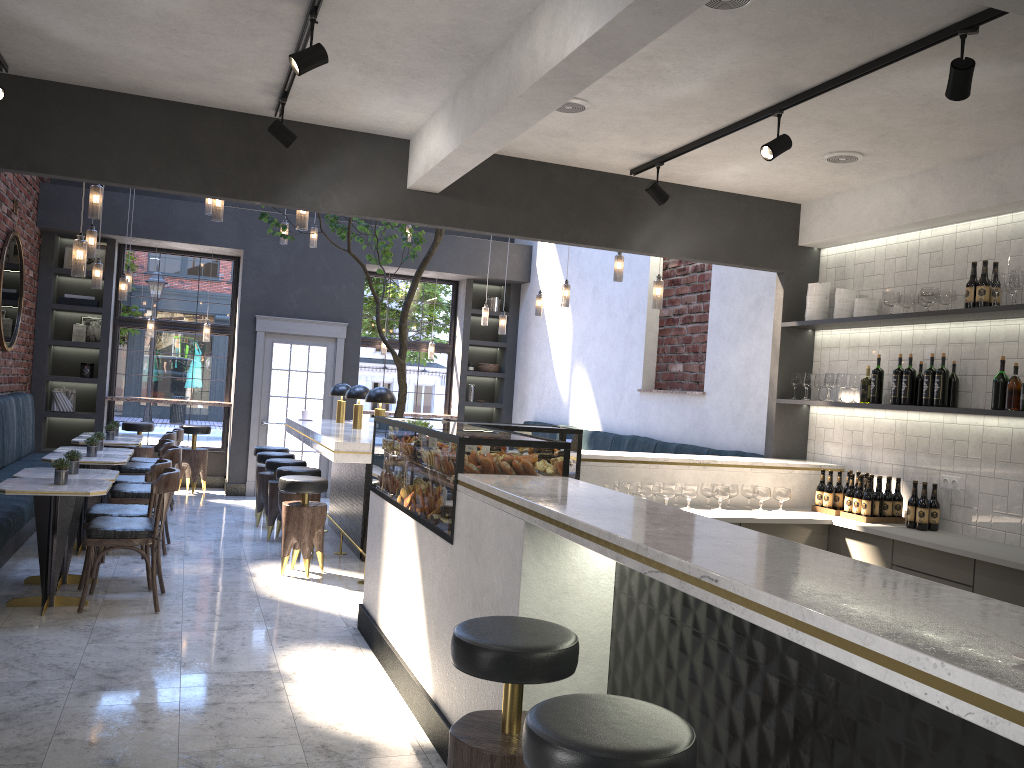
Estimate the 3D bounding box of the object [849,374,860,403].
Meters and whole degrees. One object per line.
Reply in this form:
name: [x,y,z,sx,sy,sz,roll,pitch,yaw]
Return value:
object: [2.288,0.030,5.926,0.070,0.188,0.070,4,0,-6]

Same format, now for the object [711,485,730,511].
object: [1.292,0.708,5.498,0.114,0.147,0.114,4,0,-15]

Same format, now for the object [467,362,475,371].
object: [-0.583,-0.240,12.373,0.117,0.119,0.117,4,0,-44]

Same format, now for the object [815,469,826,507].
object: [2.044,0.702,5.850,0.069,0.279,0.070,4,0,32]

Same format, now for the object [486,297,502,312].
object: [-0.256,-1.116,12.509,0.214,0.215,0.213,4,0,-11]

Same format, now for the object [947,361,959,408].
object: [2.595,0.003,5.220,0.065,0.280,0.065,4,0,23]

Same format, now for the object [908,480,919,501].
object: [2.447,0.728,5.397,0.070,0.279,0.069,4,0,12]

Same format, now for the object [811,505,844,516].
object: [2.166,0.832,5.817,0.307,0.038,0.231,4,0,-20]

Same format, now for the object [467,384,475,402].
object: [-0.570,0.125,12.339,0.098,0.248,0.098,4,0,19]

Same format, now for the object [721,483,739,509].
object: [1.389,0.716,5.673,0.114,0.147,0.114,4,0,-15]

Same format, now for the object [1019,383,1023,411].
object: [2.693,0.039,4.629,0.065,0.215,0.066,4,0,7]

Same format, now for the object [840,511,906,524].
object: [2.260,0.836,5.559,0.307,0.038,0.231,4,0,-20]

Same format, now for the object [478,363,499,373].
object: [-0.332,-0.224,12.490,0.305,0.123,0.305,4,0,1]

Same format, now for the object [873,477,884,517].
object: [2.260,0.714,5.476,0.070,0.279,0.069,4,0,-18]

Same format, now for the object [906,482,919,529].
object: [2.403,0.724,5.302,0.070,0.279,0.069,4,0,-13]

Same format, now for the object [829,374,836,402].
object: [2.207,0.026,6.148,0.070,0.188,0.070,4,0,-29]

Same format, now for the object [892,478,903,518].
object: [2.401,0.724,5.528,0.069,0.279,0.070,4,0,2]

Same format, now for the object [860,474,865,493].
object: [2.209,0.712,5.616,0.070,0.279,0.069,4,0,-18]

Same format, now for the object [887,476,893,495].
object: [2.375,0.723,5.598,0.070,0.279,0.069,4,0,-43]

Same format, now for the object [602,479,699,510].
object: [0.845,0.677,5.435,0.575,0.147,0.255,4,0,-20]

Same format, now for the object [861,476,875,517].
object: [2.190,0.709,5.449,0.070,0.279,0.069,4,0,-33]

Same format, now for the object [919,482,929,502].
object: [2.473,0.729,5.328,0.070,0.279,0.069,4,0,-43]

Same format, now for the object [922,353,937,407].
object: [2.485,-0.023,5.263,0.072,0.319,0.072,4,0,-36]

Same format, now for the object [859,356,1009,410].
object: [2.471,-0.011,5.265,0.082,0.294,1.100,4,0,-19]

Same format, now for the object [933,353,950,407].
object: [2.513,-0.021,5.184,0.072,0.319,0.072,4,0,-36]

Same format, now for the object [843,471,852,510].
object: [2.210,0.713,5.831,0.070,0.279,0.069,4,0,-13]

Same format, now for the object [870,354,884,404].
object: [2.337,-0.029,5.669,0.072,0.319,0.072,4,0,-36]

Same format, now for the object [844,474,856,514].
object: [2.138,0.707,5.591,0.069,0.279,0.070,4,0,32]

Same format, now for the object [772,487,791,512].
object: [1.717,0.738,5.653,0.114,0.147,0.114,4,0,-15]

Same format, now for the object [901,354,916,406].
object: [2.428,-0.025,5.420,0.072,0.319,0.072,4,0,-36]

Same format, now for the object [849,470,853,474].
object: [2.254,0.717,5.926,0.070,0.279,0.069,4,0,12]

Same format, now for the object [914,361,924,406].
object: [2.509,-0.001,5.456,0.065,0.280,0.065,4,0,23]

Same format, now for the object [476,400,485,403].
object: [-0.441,0.245,12.360,0.130,0.026,0.130,4,-1,-37]

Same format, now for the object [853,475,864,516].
object: [2.164,0.708,5.521,0.070,0.279,0.069,4,0,-43]

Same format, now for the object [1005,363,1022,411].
object: [2.667,0.016,4.705,0.076,0.257,0.077,4,0,41]

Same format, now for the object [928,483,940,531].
object: [2.499,0.730,5.258,0.069,0.279,0.070,4,0,2]

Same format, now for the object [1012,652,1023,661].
object: [0.904,0.383,1.256,0.176,0.097,0.301,4,0,-29]

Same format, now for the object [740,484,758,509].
object: [1.531,0.726,5.725,0.114,0.147,0.114,4,0,-15]

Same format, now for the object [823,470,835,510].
object: [2.070,0.703,5.780,0.070,0.279,0.069,4,0,-43]

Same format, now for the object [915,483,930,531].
object: [2.427,0.725,5.233,0.069,0.279,0.070,4,0,32]

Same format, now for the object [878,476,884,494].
object: [2.305,0.718,5.572,0.070,0.279,0.069,4,0,-13]

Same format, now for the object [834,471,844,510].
object: [2.139,0.708,5.807,0.069,0.279,0.070,4,0,32]

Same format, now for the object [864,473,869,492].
object: [2.307,0.720,5.787,0.069,0.279,0.070,4,0,2]

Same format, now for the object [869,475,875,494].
object: [2.280,0.717,5.641,0.070,0.279,0.069,4,0,-43]

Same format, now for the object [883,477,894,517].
object: [2.329,0.719,5.503,0.069,0.279,0.070,4,0,32]

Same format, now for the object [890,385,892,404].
object: [2.442,0.013,5.603,0.082,0.246,0.082,4,0,7]

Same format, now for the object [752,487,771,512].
object: [1.575,0.728,5.601,0.114,0.147,0.114,4,0,-15]

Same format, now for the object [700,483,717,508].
object: [1.248,0.706,5.621,0.114,0.147,0.114,4,0,-15]

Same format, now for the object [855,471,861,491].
object: [2.281,0.718,5.857,0.070,0.279,0.069,4,0,-43]

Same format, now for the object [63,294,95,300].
object: [-5.209,-1.039,10.672,0.327,0.039,0.227,4,0,-30]

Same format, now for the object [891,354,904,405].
object: [2.399,-0.027,5.499,0.072,0.319,0.072,4,0,-36]

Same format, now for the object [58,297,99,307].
object: [-5.205,-0.977,10.663,0.412,0.084,0.286,4,0,-20]
